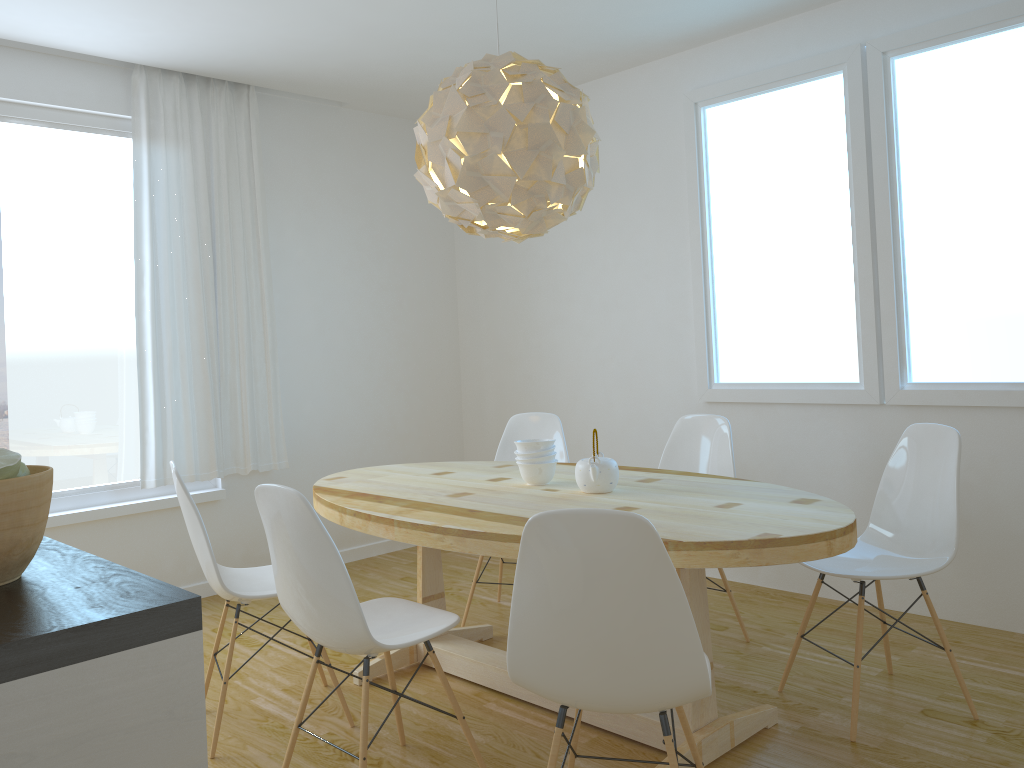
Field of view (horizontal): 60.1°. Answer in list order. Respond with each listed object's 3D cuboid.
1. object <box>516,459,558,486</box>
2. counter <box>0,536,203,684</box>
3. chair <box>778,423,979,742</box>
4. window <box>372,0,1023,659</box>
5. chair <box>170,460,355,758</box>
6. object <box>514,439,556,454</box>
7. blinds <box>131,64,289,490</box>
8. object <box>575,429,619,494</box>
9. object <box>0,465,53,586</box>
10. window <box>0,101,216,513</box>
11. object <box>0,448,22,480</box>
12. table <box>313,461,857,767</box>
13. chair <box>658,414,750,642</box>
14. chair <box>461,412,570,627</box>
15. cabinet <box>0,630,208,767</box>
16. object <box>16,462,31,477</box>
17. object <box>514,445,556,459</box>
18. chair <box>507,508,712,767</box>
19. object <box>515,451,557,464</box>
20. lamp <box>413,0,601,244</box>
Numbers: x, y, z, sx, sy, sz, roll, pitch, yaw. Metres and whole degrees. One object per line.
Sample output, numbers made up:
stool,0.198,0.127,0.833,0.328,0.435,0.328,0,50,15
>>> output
object,0.093,0.319,3.186,0.152,0.082,0.152,-3,2,-5
counter,-1.421,0.293,1.703,0.602,0.040,2.397,-5,4,-44
chair,1.195,0.597,2.914,0.523,0.902,0.429,-3,0,-14
window,0.725,-0.384,3.002,2.553,2.055,1.877,-4,1,-44
chair,-0.861,0.689,3.003,0.523,0.902,0.429,-3,0,-24
object,0.084,0.244,3.189,0.152,0.087,0.152,-3,2,-16
blinds,-1.559,-0.587,4.599,0.796,2.162,0.150,-2,-1,-44
object,0.272,0.256,2.962,0.177,0.212,0.147,-3,0,-45
object,-0.720,0.193,1.172,0.205,0.142,0.205,-2,1,7
window,-2.627,-0.320,3.816,2.731,1.919,0.088,-4,0,-44
object,-0.677,0.115,1.135,0.086,0.065,0.084,-3,1,-32
table,0.108,0.729,3.048,2.187,0.725,1.195,-1,3,44
chair,0.652,0.594,3.568,0.524,0.902,0.429,-2,0,-44
chair,0.039,0.602,4.022,0.429,0.902,0.523,-3,0,21
cabinet,-1.399,0.767,1.694,0.601,0.910,2.397,-3,2,-44
object,-0.706,0.143,1.205,0.097,0.085,0.081,-2,1,11
object,0.084,0.272,3.185,0.151,0.096,0.152,-3,2,-28
chair,0.238,0.683,1.992,0.429,0.902,0.523,-3,0,16
object,0.088,0.296,3.186,0.151,0.093,0.152,-3,2,-5
lamp,-0.023,-1.042,3.049,0.647,1.136,0.638,-2,0,-45
